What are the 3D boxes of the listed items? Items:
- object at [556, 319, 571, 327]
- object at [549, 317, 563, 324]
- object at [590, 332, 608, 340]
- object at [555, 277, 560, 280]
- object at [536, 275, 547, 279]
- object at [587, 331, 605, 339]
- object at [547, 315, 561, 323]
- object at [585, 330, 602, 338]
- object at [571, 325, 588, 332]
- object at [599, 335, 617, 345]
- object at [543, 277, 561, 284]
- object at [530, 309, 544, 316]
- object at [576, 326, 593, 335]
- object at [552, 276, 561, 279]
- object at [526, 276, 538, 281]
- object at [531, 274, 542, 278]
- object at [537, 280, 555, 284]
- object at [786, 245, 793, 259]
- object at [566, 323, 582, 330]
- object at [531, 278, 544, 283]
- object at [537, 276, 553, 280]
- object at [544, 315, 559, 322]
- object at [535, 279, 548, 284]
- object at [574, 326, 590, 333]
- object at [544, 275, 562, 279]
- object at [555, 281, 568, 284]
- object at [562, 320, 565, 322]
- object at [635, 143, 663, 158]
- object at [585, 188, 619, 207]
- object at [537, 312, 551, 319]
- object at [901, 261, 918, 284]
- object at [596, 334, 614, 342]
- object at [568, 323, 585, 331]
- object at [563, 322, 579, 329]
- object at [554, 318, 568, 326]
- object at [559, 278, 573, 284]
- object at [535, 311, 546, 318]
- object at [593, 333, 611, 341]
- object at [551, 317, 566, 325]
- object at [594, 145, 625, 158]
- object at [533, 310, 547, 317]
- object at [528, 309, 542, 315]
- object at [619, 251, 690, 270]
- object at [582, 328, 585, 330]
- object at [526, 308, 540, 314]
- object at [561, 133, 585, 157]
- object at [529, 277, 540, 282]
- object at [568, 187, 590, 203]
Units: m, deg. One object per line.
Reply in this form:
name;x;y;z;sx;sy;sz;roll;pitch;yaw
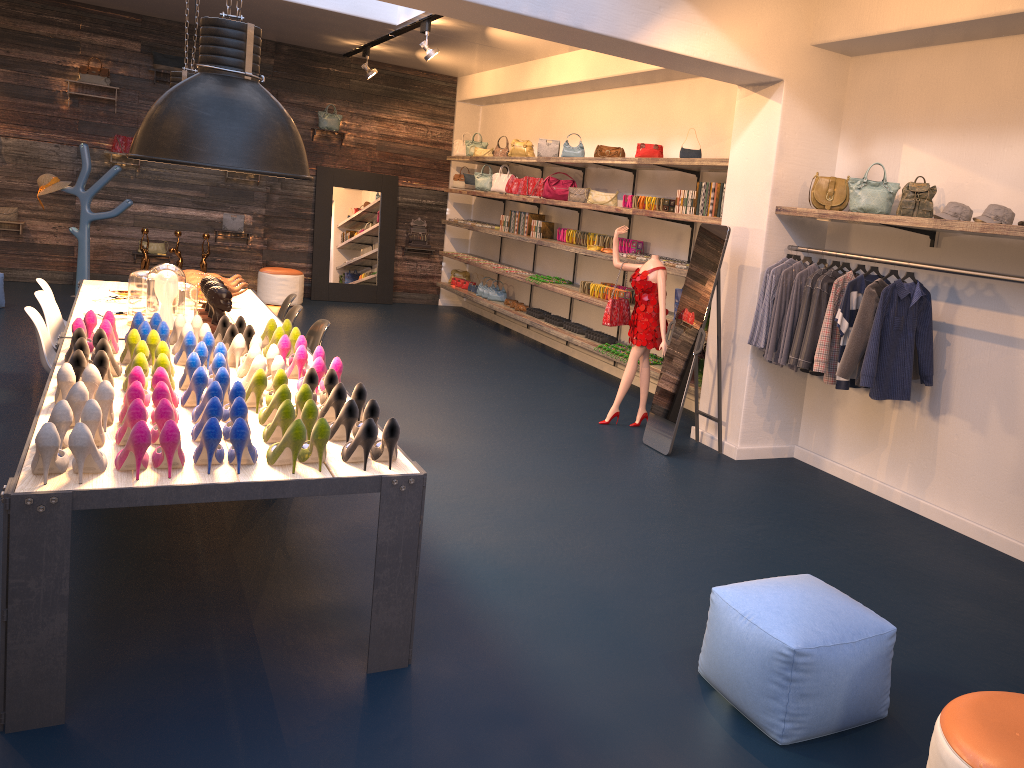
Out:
object;0.604;-0.709;10.112;0.200;0.087;0.062;1;10;-28
object;0.526;-0.755;10.286;0.200;0.087;0.062;1;10;-28
object;0.937;-0.510;9.362;0.190;0.087;0.065;6;9;-7
object;0.565;-1.243;10.372;0.079;0.072;0.255;15;14;39
object;0.400;-1.263;10.369;0.250;0.067;0.079;2;11;-23
object;0.911;-0.526;9.421;0.194;0.087;0.064;4;9;-14
object;0.500;-0.771;10.345;0.200;0.087;0.062;1;10;-28
object;0.886;-0.541;9.478;0.193;0.087;0.064;4;9;-13
object;0.755;-0.619;9.774;0.185;0.087;0.067;7;9;2
object;1.015;-0.464;9.188;0.187;0.087;0.066;7;9;-1
object;0.468;-1.223;10.216;0.251;0.067;0.080;2;11;-23
object;0.316;-0.880;10.756;0.200;0.087;0.062;1;10;-28
object;0.805;-0.589;9.660;0.181;0.087;0.068;9;9;11
object;0.558;-1.260;10.458;0.255;0.074;0.077;-3;14;-41
object;0.263;-1.268;10.447;0.253;0.057;0.078;-1;12;-33
object;0.338;-1.285;10.435;0.252;0.062;0.079;2;11;-25
object;0.395;-1.187;10.135;0.253;0.057;0.078;-1;12;-33
object;2.094;-0.935;6.536;0.462;0.217;0.009;1;9;-29
object;0.702;-0.650;9.892;0.187;0.087;0.066;7;9;-1
object;0.326;-1.227;10.288;0.253;0.057;0.078;-1;12;-33
object;0.407;-1.245;10.283;0.250;0.063;0.081;2;11;-22
object;0.474;-0.786;10.402;0.200;0.087;0.062;1;10;-28
object;0.373;-1.207;10.219;0.253;0.057;0.078;-1;12;-33
object;0.779;-0.604;9.717;0.183;0.087;0.068;8;9;6
object;0.488;-1.289;10.547;0.234;0.053;0.086;7;10;2
object;0.553;-1.186;10.224;0.253;0.057;0.078;-1;12;-33
object;0.608;-0.735;10.104;0.051;0.022;0.011;1;10;-30
object;1.325;-2.236;8.359;0.273;0.148;0.116;8;9;6
object;0.947;-1.995;9.260;0.352;0.173;0.241;10;10;14
object;0.394;-0.834;10.581;0.200;0.087;0.062;1;10;-28
object;2.547;-0.677;5.567;0.462;0.217;0.009;1;9;-29
object;0.989;-0.479;9.246;0.189;0.087;0.065;6;9;-5
object;0.728;-0.635;9.834;0.185;0.087;0.067;7;9;2
object;0.677;-0.666;9.949;0.189;0.087;0.066;6;9;-5
object;0.577;-0.724;10.170;0.200;0.087;0.062;1;10;-28
object;0.627;-1.221;10.305;0.078;0.067;0.257;15;14;40
object;0.367;-0.849;10.640;0.200;0.087;0.062;1;10;-28
object;0.963;-0.494;9.303;0.190;0.087;0.065;6;9;-7
object;0.552;-0.739;10.226;0.200;0.087;0.062;1;10;-28
object;1.051;-2.416;9.077;0.378;0.139;0.389;4;12;-15
object;0.342;-0.864;10.696;0.200;0.087;0.062;1;10;-28
object;0.290;-0.896;10.815;0.200;0.087;0.062;1;10;-28
object;1.468;-1.165;8.238;0.515;0.059;1.436;2;13;-25
object;0.806;-0.616;9.652;0.046;0.022;0.012;9;8;9
object;0.264;-0.911;10.872;0.200;0.087;0.062;1;10;-28
object;0.702;-2.689;9.816;0.271;0.279;0.098;7;8;6
object;0.305;-1.247;10.372;0.253;0.057;0.078;-1;12;-33
object;0.749;-2.116;9.714;0.254;0.173;0.111;11;10;23
